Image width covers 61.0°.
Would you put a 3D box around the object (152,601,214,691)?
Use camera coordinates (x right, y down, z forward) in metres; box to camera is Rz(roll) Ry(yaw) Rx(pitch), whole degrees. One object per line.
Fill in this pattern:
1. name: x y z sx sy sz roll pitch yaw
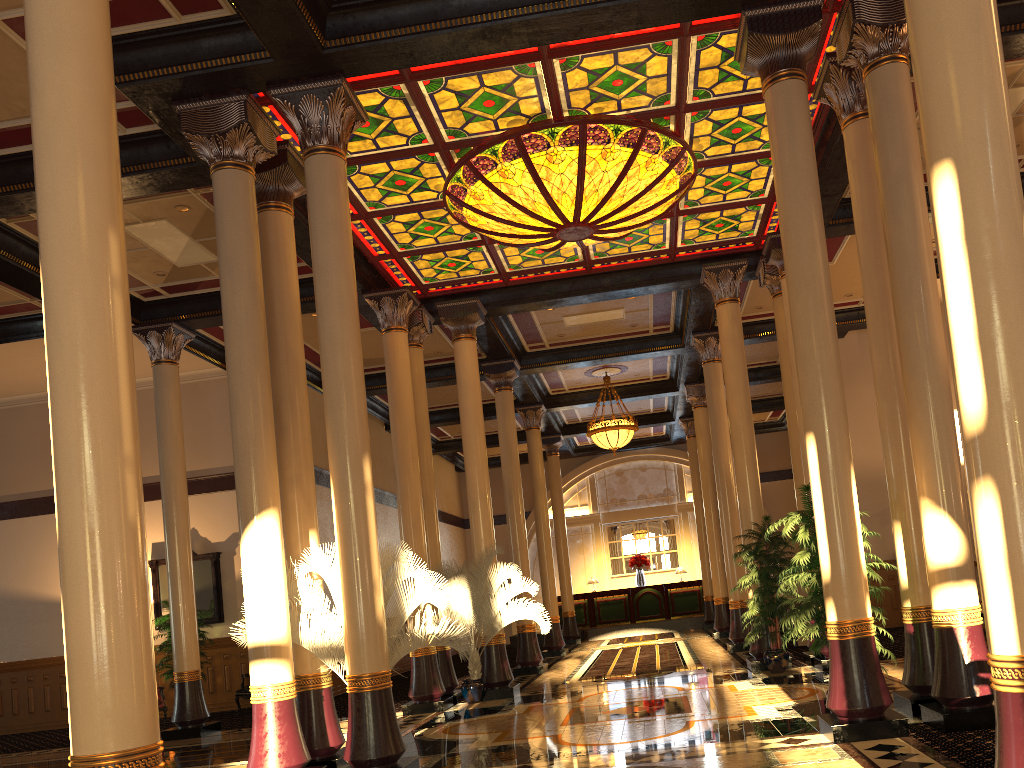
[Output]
1. object: -5.741 4.768 15.168 1.113 2.125 1.018 -2 -7 -35

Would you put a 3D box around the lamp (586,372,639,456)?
1. lamp: 2.174 0.678 19.175 1.188 1.883 1.211 -6 -7 1

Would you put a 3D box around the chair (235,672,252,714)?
1. chair: -4.316 5.092 15.006 0.722 1.085 0.773 -11 -8 31

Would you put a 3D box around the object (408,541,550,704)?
1. object: -0.343 3.383 12.390 1.807 2.244 2.130 -8 -9 9

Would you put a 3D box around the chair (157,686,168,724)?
1. chair: -6.277 5.298 14.565 0.631 0.908 0.710 -10 -8 26

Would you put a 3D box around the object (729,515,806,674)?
1. object: 3.495 2.850 11.785 1.041 2.125 1.090 -6 -6 -5

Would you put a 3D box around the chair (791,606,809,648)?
1. chair: 5.428 4.177 15.476 0.756 0.901 0.992 -10 -10 26

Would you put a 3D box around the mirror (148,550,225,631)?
1. mirror: -5.974 3.668 15.917 1.377 1.536 0.203 -7 -4 5

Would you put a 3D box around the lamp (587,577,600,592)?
1. lamp: 2.467 6.068 26.300 0.438 0.438 0.416 1 -11 -38

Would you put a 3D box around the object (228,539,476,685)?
1. object: -1.372 2.468 8.242 2.064 2.230 1.836 -6 -8 -6

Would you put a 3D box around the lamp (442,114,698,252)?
1. lamp: 0.710 -2.052 10.206 2.979 0.593 3.083 -8 -14 4

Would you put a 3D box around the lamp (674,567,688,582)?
1. lamp: 5.070 5.715 26.095 0.438 0.438 0.416 1 -11 -38

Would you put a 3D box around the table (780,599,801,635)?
1. table: 5.020 4.651 16.983 1.098 0.761 1.682 -8 -12 7

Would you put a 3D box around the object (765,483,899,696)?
1. object: 2.855 1.889 7.677 1.113 2.125 1.018 -2 -7 -35

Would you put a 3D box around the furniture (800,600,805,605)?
1. furniture: 6.268 4.559 17.451 0.802 0.929 2.230 -7 -12 7

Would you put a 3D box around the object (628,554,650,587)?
1. object: 5.972 0.171 12.222 0.677 4.215 30.234 -6 -14 -11
